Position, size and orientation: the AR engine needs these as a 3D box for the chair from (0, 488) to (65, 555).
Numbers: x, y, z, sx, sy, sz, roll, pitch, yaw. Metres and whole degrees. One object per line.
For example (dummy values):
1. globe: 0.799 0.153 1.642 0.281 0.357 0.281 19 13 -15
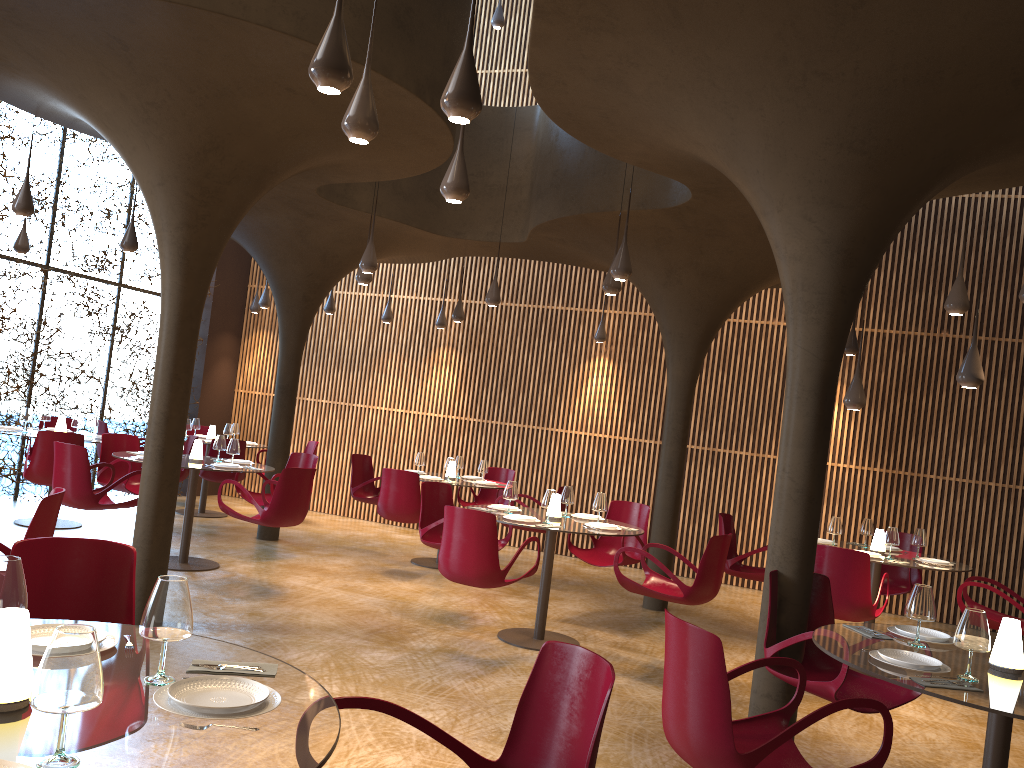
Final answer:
1. chair: -3.007 0.872 4.930 0.873 0.636 0.624 8 -2 -21

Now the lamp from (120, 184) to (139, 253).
1. lamp: -3.889 -4.580 9.912 0.196 6.274 0.195 7 -1 -24

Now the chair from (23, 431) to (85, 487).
1. chair: -5.109 0.824 9.955 0.626 0.636 0.872 8 -2 -29

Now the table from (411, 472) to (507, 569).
1. table: -0.877 1.802 11.601 1.670 1.130 1.675 6 -2 31

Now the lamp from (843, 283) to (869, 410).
1. lamp: 3.451 -2.882 8.012 0.196 6.274 0.195 7 -1 -24

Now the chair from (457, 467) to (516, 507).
1. chair: -0.319 1.523 12.688 0.624 0.636 0.874 6 -2 21

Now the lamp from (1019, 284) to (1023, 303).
1. lamp: 4.316 -3.708 6.748 0.196 6.274 0.195 7 -1 -24

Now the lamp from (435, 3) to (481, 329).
1. lamp: -0.780 -4.013 14.416 0.196 6.274 0.195 8 -1 -44

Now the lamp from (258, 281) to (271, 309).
1. lamp: -3.694 -4.361 14.610 0.196 6.274 0.195 8 -1 -44

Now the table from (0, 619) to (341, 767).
1. table: -1.339 1.355 2.194 1.674 1.130 1.671 8 -2 -18

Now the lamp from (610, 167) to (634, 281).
1. lamp: 1.331 -4.027 7.839 0.196 6.274 0.195 8 -1 -34

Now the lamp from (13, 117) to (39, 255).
1. lamp: -5.838 -4.762 11.267 0.196 6.274 0.195 8 -1 -44

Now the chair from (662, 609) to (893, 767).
1. chair: 1.034 1.316 3.715 0.873 0.636 0.625 8 -2 -16

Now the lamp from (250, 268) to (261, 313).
1. lamp: -4.170 -4.372 15.732 0.196 6.274 0.195 8 -1 -44

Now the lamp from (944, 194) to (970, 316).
1. lamp: 4.127 -3.699 7.526 0.196 6.274 0.195 7 -1 -24

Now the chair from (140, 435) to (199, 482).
1. chair: -4.580 0.955 11.556 0.874 0.636 0.624 8 -2 -29

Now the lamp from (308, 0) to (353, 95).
1. lamp: -0.425 -4.404 3.944 0.196 6.274 0.196 7 -1 6

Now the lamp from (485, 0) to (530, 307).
1. lamp: 0.141 -4.053 10.730 0.195 6.274 0.196 6 -1 36

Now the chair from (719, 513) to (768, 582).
1. chair: 2.571 1.735 9.287 0.871 0.636 0.626 6 -2 27

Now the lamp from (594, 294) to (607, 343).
1. lamp: 1.716 -3.745 13.522 0.195 6.274 0.196 6 -1 36

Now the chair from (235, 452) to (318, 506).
1. chair: -2.769 1.137 10.609 0.624 0.636 0.874 6 -2 31

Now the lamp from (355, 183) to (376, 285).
1. lamp: -1.326 -4.254 10.207 0.196 6.274 0.195 8 -1 -34

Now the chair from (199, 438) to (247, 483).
1. chair: -4.055 1.054 12.388 0.626 0.636 0.872 8 -2 -29

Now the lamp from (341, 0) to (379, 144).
1. lamp: -0.415 -4.374 4.645 0.196 6.274 0.195 8 -1 -44

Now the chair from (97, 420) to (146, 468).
1. chair: -5.600 0.886 12.908 0.874 0.636 0.624 8 -2 -34

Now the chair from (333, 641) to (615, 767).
1. chair: -0.152 1.127 2.655 0.874 0.636 0.624 8 -2 -24

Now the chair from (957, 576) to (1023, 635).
1. chair: 4.530 1.921 7.998 0.871 0.636 0.626 6 -2 32

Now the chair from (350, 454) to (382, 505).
1. chair: -1.780 1.314 11.966 0.871 0.636 0.626 6 -2 26

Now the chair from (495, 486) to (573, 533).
1. chair: 0.297 1.533 11.117 0.872 0.636 0.626 6 -2 21

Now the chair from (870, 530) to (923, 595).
1. chair: 4.089 1.933 9.578 0.624 0.636 0.874 6 -2 37

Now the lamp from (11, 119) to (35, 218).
1. lamp: -4.216 -4.684 8.362 0.196 6.274 0.195 7 -1 -24

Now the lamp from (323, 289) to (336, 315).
1. lamp: -2.552 -4.236 14.259 0.195 6.274 0.196 6 -1 36

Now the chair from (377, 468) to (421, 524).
1. chair: -1.217 1.323 10.515 0.624 0.636 0.874 7 -2 16

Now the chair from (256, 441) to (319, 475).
1. chair: -3.525 1.185 13.989 0.874 0.636 0.624 8 -2 -29

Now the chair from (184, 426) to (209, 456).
1. chair: -5.106 1.008 14.382 0.626 0.636 0.872 8 -2 -24

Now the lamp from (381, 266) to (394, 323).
1. lamp: -1.675 -4.115 14.577 0.195 6.274 0.196 6 -1 36

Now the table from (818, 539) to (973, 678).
1. table: 3.519 2.219 8.697 1.670 1.130 1.675 5 -2 41

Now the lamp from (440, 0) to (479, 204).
1. lamp: 0.009 -4.278 5.701 0.196 6.274 0.195 8 -1 -34

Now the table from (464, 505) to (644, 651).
1. table: 0.312 1.805 8.172 1.670 1.130 1.675 5 -2 41

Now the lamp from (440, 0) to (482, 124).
1. lamp: 0.138 -4.327 4.127 0.196 6.274 0.196 7 -1 6

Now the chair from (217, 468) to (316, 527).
1. chair: -2.432 1.110 8.955 0.871 0.636 0.626 6 -2 31

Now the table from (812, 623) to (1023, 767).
1. table: 2.174 1.860 4.017 1.673 1.130 1.672 7 -2 -11

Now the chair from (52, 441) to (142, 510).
1. chair: -4.027 0.901 8.627 0.624 0.636 0.874 6 -2 26

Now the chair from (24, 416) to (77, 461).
1. chair: -6.161 0.778 11.949 0.626 0.636 0.872 8 -2 -24

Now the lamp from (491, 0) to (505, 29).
1. lamp: -0.071 -6.054 12.336 0.196 2.223 0.196 7 -1 6

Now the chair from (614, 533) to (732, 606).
1. chair: 1.385 1.516 7.499 0.871 0.636 0.626 6 -2 31

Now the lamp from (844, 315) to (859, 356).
1. lamp: 4.658 -3.479 11.257 0.195 6.274 0.196 6 -1 36

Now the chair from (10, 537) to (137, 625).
1. chair: -1.690 0.967 3.329 0.626 0.636 0.872 8 -2 -24

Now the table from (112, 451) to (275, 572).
1. table: -3.505 1.399 9.628 1.670 1.130 1.675 5 -2 41

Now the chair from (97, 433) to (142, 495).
1. chair: -4.332 0.927 10.153 0.871 0.636 0.626 6 -2 36

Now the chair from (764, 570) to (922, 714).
1. chair: 1.863 1.476 5.125 0.626 0.636 0.872 8 -2 -21

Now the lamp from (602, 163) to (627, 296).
1. lamp: 1.350 -3.988 8.741 0.196 6.274 0.195 8 -1 -34

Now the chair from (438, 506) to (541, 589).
1. chair: -0.210 1.307 7.171 0.624 0.636 0.874 6 -2 26

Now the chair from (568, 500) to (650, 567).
1. chair: 1.049 1.544 9.153 0.624 0.636 0.874 6 -2 31

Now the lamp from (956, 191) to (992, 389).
1. lamp: 3.902 -3.085 6.875 0.196 6.274 0.195 7 -1 -24

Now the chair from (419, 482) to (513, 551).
1. chair: -0.514 1.333 8.698 0.871 0.636 0.626 6 -2 36

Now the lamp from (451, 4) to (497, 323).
1. lamp: -0.420 -4.025 13.066 0.195 6.274 0.196 6 -1 36

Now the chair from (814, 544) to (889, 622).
1. chair: 2.885 1.707 7.677 0.624 0.636 0.874 6 -2 32

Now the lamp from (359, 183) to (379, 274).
1. lamp: -1.121 -4.268 9.266 0.196 6.274 0.195 8 -1 -34
